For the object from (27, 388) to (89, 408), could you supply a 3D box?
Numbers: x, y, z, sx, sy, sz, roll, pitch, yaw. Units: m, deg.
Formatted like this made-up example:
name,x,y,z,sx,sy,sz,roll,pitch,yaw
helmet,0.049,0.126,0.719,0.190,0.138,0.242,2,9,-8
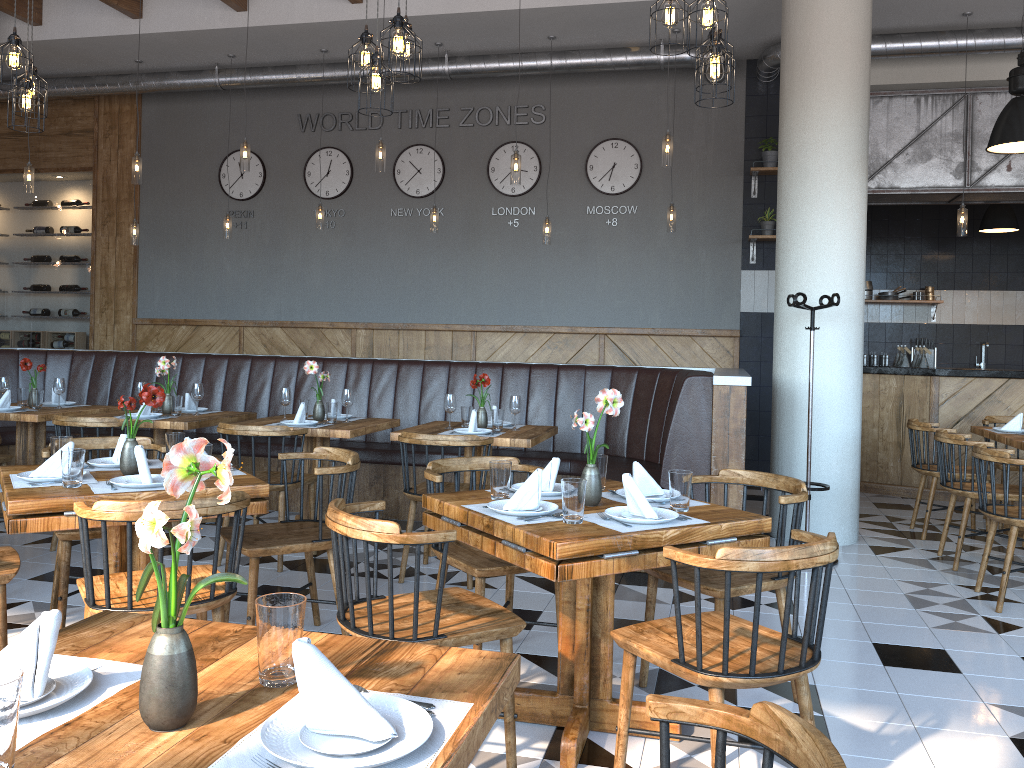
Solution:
name,x,y,z,sx,sy,sz,roll,pitch,yaw
object,-3.345,0.090,6.548,0.352,0.137,0.272,2,2,13

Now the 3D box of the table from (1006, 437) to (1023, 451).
name,x,y,z,sx,sy,sz,roll,pitch,yaw
table,3.558,0.763,5.324,0.850,0.763,0.851,2,2,13

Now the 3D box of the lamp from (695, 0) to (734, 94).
name,x,y,z,sx,sy,sz,roll,pitch,yaw
lamp,1.025,-2.498,4.392,0.175,2.070,0.175,1,0,-2

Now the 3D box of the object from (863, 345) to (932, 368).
name,x,y,z,sx,sy,sz,roll,pitch,yaw
object,3.587,-0.266,8.343,0.598,0.203,0.422,2,2,13

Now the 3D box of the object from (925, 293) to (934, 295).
name,x,y,z,sx,sy,sz,roll,pitch,yaw
object,4.934,-1.056,10.468,0.100,0.043,0.099,-1,3,-44

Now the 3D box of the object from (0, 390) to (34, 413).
name,x,y,z,sx,sy,sz,roll,pitch,yaw
object,-3.475,0.111,6.039,0.352,0.137,0.272,2,2,13

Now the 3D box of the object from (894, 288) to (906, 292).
name,x,y,z,sx,sy,sz,roll,pitch,yaw
object,4.534,-1.084,10.539,0.062,0.105,0.325,1,2,-38

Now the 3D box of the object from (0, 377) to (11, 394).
name,x,y,z,sx,sy,sz,roll,pitch,yaw
object,-3.597,0.058,6.282,0.081,0.215,0.081,1,1,5

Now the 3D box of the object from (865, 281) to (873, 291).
name,x,y,z,sx,sy,sz,roll,pitch,yaw
object,4.160,-1.170,10.659,0.350,0.168,0.214,1,2,1

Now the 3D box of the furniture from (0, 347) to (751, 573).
name,x,y,z,sx,sy,sz,roll,pitch,yaw
furniture,-1.667,0.384,6.613,6.588,1.150,1.919,2,2,13

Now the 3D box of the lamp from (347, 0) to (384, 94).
name,x,y,z,sx,sy,sz,roll,pitch,yaw
lamp,-0.755,-2.598,4.689,0.175,2.070,0.175,1,0,-27

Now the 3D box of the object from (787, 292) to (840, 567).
name,x,y,z,sx,sy,sz,roll,pitch,yaw
object,1.853,0.267,5.513,0.374,1.658,0.375,1,0,-9

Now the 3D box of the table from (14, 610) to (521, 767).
name,x,y,z,sx,sy,sz,roll,pitch,yaw
table,-0.504,0.862,1.255,0.850,0.763,0.851,2,2,13

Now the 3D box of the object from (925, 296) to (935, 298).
name,x,y,z,sx,sy,sz,roll,pitch,yaw
object,4.936,-1.017,10.461,0.100,0.048,0.099,3,3,32

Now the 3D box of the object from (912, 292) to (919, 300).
name,x,y,z,sx,sy,sz,roll,pitch,yaw
object,4.819,-1.056,10.550,0.094,0.136,0.047,2,1,9

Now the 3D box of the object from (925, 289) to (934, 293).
name,x,y,z,sx,sy,sz,roll,pitch,yaw
object,4.931,-1.096,10.464,0.100,0.036,0.100,-1,3,-38

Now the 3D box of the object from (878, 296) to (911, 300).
name,x,y,z,sx,sy,sz,roll,pitch,yaw
object,4.532,-1.023,10.544,0.232,0.061,0.352,0,3,-33

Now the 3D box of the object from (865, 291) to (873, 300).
name,x,y,z,sx,sy,sz,roll,pitch,yaw
object,4.161,-1.084,10.673,0.348,0.154,0.200,2,2,12

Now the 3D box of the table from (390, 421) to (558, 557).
name,x,y,z,sx,sy,sz,roll,pitch,yaw
table,-0.216,0.664,5.536,0.850,0.763,0.851,2,2,13

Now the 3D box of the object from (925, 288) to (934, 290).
name,x,y,z,sx,sy,sz,roll,pitch,yaw
object,4.932,-1.112,10.464,0.100,0.036,0.100,2,3,24

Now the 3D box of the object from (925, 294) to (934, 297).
name,x,y,z,sx,sy,sz,roll,pitch,yaw
object,4.935,-1.035,10.466,0.099,0.051,0.099,1,2,-1

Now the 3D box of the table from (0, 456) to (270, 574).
name,x,y,z,sx,sy,sz,roll,pitch,yaw
table,-1.496,0.733,3.444,0.864,0.763,0.865,0,2,-32

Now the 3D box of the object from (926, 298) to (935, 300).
name,x,y,z,sx,sy,sz,roll,pitch,yaw
object,4.937,-0.996,10.461,0.100,0.036,0.100,1,2,-8

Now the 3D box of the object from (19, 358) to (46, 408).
name,x,y,z,sx,sy,sz,roll,pitch,yaw
object,-3.422,-0.009,6.296,0.171,0.355,0.156,1,1,7

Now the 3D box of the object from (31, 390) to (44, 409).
name,x,y,z,sx,sy,sz,roll,pitch,yaw
object,-3.329,0.109,6.213,0.080,0.132,0.080,1,1,-2

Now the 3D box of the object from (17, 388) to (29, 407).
name,x,y,z,sx,sy,sz,roll,pitch,yaw
object,-3.529,0.096,6.389,0.080,0.132,0.080,2,1,13

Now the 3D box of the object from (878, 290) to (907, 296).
name,x,y,z,sx,sy,sz,roll,pitch,yaw
object,4.544,-1.069,10.548,0.351,0.092,0.231,4,3,41

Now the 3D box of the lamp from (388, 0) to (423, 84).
name,x,y,z,sx,sy,sz,roll,pitch,yaw
lamp,-0.545,-2.650,4.692,0.175,2.070,0.175,1,0,-16

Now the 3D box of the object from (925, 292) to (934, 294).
name,x,y,z,sx,sy,sz,roll,pitch,yaw
object,4.933,-1.077,10.468,0.099,0.057,0.101,2,2,25

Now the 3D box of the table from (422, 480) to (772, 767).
name,x,y,z,sx,sy,sz,roll,pitch,yaw
table,0.254,0.795,3.028,0.864,0.763,0.865,0,2,-32

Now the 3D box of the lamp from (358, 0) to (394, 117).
name,x,y,z,sx,sy,sz,roll,pitch,yaw
lamp,-0.669,-2.412,4.495,0.175,2.070,0.175,1,0,-16

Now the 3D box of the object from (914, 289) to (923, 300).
name,x,y,z,sx,sy,sz,roll,pitch,yaw
object,4.796,-1.052,10.459,0.094,0.136,0.047,2,1,15

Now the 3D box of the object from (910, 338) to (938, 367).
name,x,y,z,sx,sy,sz,roll,pitch,yaw
object,4.859,-0.356,10.454,0.322,0.371,0.067,2,0,13

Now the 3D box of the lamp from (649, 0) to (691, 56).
name,x,y,z,sx,sy,sz,roll,pitch,yaw
lamp,0.758,-2.591,4.127,0.175,2.070,0.175,2,0,31

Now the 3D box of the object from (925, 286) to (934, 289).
name,x,y,z,sx,sy,sz,roll,pitch,yaw
object,4.933,-1.133,10.463,0.100,0.047,0.100,2,2,9

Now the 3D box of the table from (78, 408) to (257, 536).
name,x,y,z,sx,sy,sz,roll,pitch,yaw
table,-2.349,0.589,6.043,0.850,0.763,0.851,2,2,13

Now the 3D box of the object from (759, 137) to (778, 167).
name,x,y,z,sx,sy,sz,roll,pitch,yaw
object,2.419,-2.165,8.324,0.235,0.300,0.172,1,1,3

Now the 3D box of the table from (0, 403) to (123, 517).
name,x,y,z,sx,sy,sz,roll,pitch,yaw
table,-3.423,0.551,6.298,0.850,0.763,0.851,2,2,13

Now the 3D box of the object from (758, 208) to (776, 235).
name,x,y,z,sx,sy,sz,roll,pitch,yaw
object,2.399,-1.519,8.328,0.189,0.268,0.173,2,1,31

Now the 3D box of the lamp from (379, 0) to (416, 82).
name,x,y,z,sx,sy,sz,roll,pitch,yaw
lamp,-0.535,-2.531,4.315,0.175,2.070,0.175,2,0,41

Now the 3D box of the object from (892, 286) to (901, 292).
name,x,y,z,sx,sy,sz,roll,pitch,yaw
object,4.521,-1.096,10.528,0.065,0.117,0.320,1,2,-4

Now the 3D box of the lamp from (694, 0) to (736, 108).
name,x,y,z,sx,sy,sz,roll,pitch,yaw
lamp,0.979,-2.358,4.175,0.175,2.070,0.175,2,0,31

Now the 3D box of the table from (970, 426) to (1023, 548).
name,x,y,z,sx,sy,sz,roll,pitch,yaw
table,3.755,0.728,6.155,0.850,0.763,0.851,2,2,13

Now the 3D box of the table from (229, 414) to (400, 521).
name,x,y,z,sx,sy,sz,roll,pitch,yaw
table,-1.289,0.626,5.791,0.850,0.763,0.851,2,2,13

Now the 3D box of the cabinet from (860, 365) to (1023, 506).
name,x,y,z,sx,sy,sz,roll,pitch,yaw
cabinet,6.207,0.460,8.785,5.994,1.164,3.030,2,3,13

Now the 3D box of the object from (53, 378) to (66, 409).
name,x,y,z,sx,sy,sz,roll,pitch,yaw
object,-3.222,0.066,6.306,0.081,0.215,0.081,2,1,44

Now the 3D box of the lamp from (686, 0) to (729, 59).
name,x,y,z,sx,sy,sz,roll,pitch,yaw
lamp,0.900,-2.524,3.976,0.175,2.070,0.175,1,0,20
